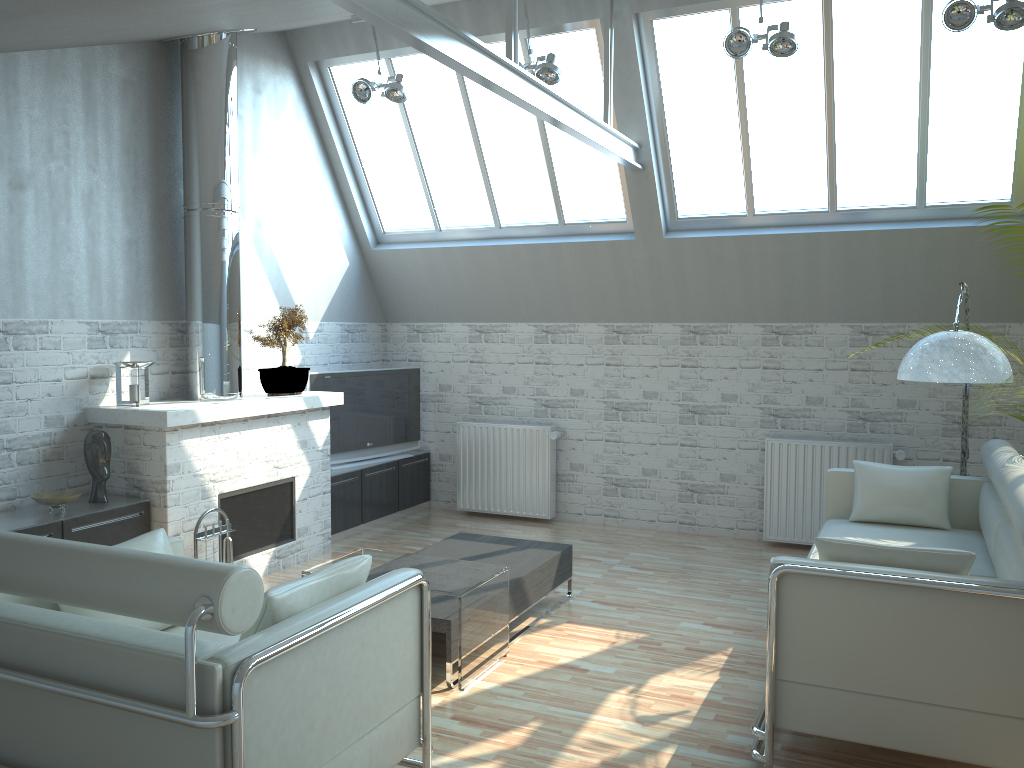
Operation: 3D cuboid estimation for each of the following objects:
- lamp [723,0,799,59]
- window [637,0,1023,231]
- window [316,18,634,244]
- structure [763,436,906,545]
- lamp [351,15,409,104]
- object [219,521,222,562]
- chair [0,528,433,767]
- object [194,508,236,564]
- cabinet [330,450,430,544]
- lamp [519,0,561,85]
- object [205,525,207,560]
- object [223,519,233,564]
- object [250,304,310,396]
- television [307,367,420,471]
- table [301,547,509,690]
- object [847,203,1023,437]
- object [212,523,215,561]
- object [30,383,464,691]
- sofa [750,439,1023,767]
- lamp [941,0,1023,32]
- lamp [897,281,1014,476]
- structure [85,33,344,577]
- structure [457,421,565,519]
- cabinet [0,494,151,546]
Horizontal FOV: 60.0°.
[{"bbox_3d":[2.747,-4.258,9.837,0.808,1.172,0.618,2,4,28],"label":"lamp"},{"bbox_3d":[4.108,-3.557,11.446,4.651,2.787,1.897,2,4,24],"label":"window"},{"bbox_3d":[-0.514,-3.703,13.548,4.651,2.787,1.897,2,4,24],"label":"window"},{"bbox_3d":[4.639,1.580,12.822,1.892,1.524,0.508,2,4,24],"label":"structure"},{"bbox_3d":[-1.836,-4.403,11.921,0.808,1.172,0.619,2,4,29],"label":"lamp"},{"bbox_3d":[-3.371,2.010,10.280,0.025,0.855,0.025,-3,5,-43],"label":"object"},{"bbox_3d":[-2.094,1.847,5.752,2.507,2.001,2.201,2,4,24],"label":"chair"},{"bbox_3d":[-3.467,1.995,10.272,0.412,1.124,0.584,2,4,24],"label":"object"},{"bbox_3d":[-2.534,1.786,14.531,0.908,1.016,3.234,2,4,24],"label":"cabinet"},{"bbox_3d":[0.175,-4.339,11.006,0.808,1.172,0.619,2,4,29],"label":"lamp"},{"bbox_3d":[-3.415,2.056,10.039,0.146,0.916,0.131,2,4,25],"label":"object"},{"bbox_3d":[-3.324,2.013,10.384,0.155,0.873,0.026,2,4,26],"label":"object"},{"bbox_3d":[-3.193,-0.481,12.138,0.572,1.265,1.115,2,4,28],"label":"object"},{"bbox_3d":[-2.434,0.519,14.506,0.592,1.514,2.577,3,4,34],"label":"television"},{"bbox_3d":[-1.021,2.217,8.610,1.726,0.867,1.015,2,4,24],"label":"table"},{"bbox_3d":[5.671,0.454,9.286,3.777,4.386,5.015,0,4,0],"label":"object"},{"bbox_3d":[-3.360,2.056,10.171,0.145,0.932,0.065,1,4,6],"label":"object"},{"bbox_3d":[-2.577,1.367,8.921,4.859,2.558,1.528,2,4,23],"label":"object"},{"bbox_3d":[3.720,1.716,8.146,2.199,1.999,4.866,2,4,24],"label":"sofa"},{"bbox_3d":[4.775,-4.193,8.915,0.808,1.172,0.619,2,4,29],"label":"lamp"},{"bbox_3d":[5.213,0.724,10.230,1.015,3.709,4.621,2,4,31],"label":"lamp"},{"bbox_3d":[-3.688,-1.105,11.399,1.309,7.180,3.302,2,4,24],"label":"structure"},{"bbox_3d":[-0.034,1.432,14.948,1.892,1.524,0.508,2,4,24],"label":"structure"},{"bbox_3d":[-5.434,2.053,8.143,0.914,1.270,4.572,2,4,24],"label":"cabinet"}]
